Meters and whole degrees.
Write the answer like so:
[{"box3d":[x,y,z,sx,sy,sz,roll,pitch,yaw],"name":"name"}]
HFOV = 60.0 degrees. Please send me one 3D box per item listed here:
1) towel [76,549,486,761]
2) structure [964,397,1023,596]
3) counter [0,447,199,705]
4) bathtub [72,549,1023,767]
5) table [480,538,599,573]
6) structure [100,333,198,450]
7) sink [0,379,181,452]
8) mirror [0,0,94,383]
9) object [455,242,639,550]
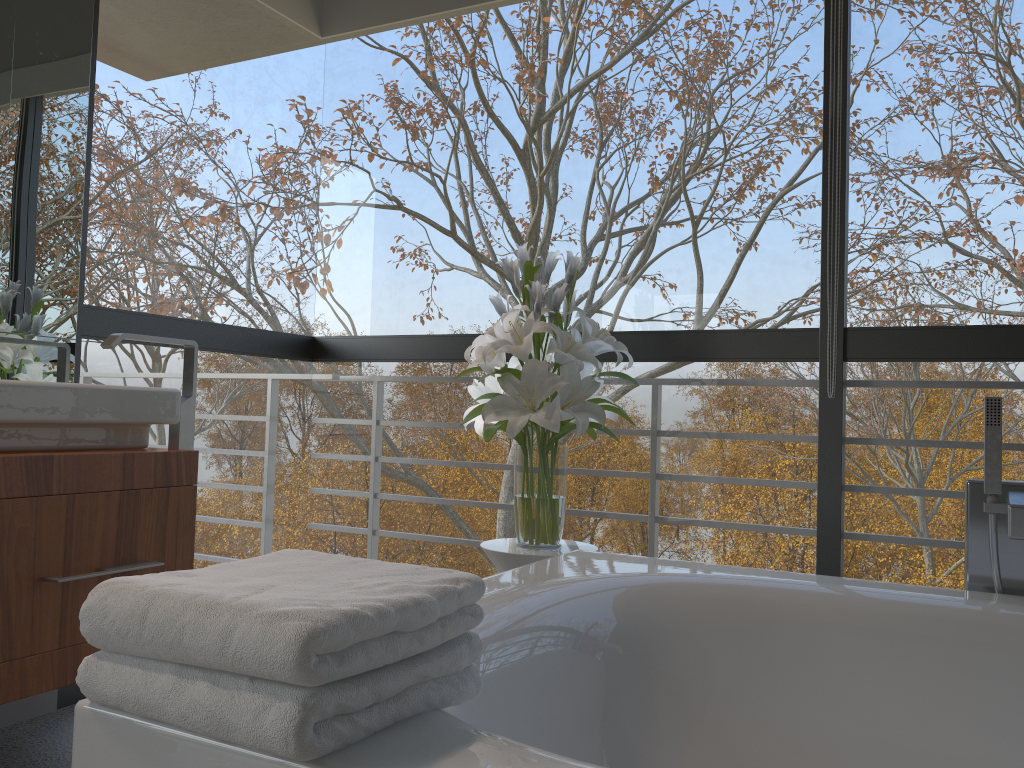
[{"box3d":[-0.237,0.280,0.961,0.322,0.145,0.305,1,-2,30],"name":"towel"},{"box3d":[1.029,0.466,1.578,0.402,0.885,0.330,0,-3,27],"name":"structure"},{"box3d":[-1.358,0.469,1.399,0.525,0.704,1.847,1,-2,27],"name":"counter"},{"box3d":[0.706,0.623,1.053,1.958,0.504,1.327,1,-2,27],"name":"bathtub"},{"box3d":[0.063,0.660,2.295,0.307,0.479,0.307,1,-2,11],"name":"table"},{"box3d":[-0.930,0.373,2.264,0.069,0.989,0.303,0,-3,27],"name":"structure"},{"box3d":[-1.137,0.009,1.929,0.352,0.266,0.750,1,-2,27],"name":"sink"},{"box3d":[-1.656,-0.682,1.651,0.253,1.618,1.789,0,-3,27],"name":"mirror"},{"box3d":[0.068,0.023,2.325,0.459,0.796,0.450,3,-3,-35],"name":"object"}]
